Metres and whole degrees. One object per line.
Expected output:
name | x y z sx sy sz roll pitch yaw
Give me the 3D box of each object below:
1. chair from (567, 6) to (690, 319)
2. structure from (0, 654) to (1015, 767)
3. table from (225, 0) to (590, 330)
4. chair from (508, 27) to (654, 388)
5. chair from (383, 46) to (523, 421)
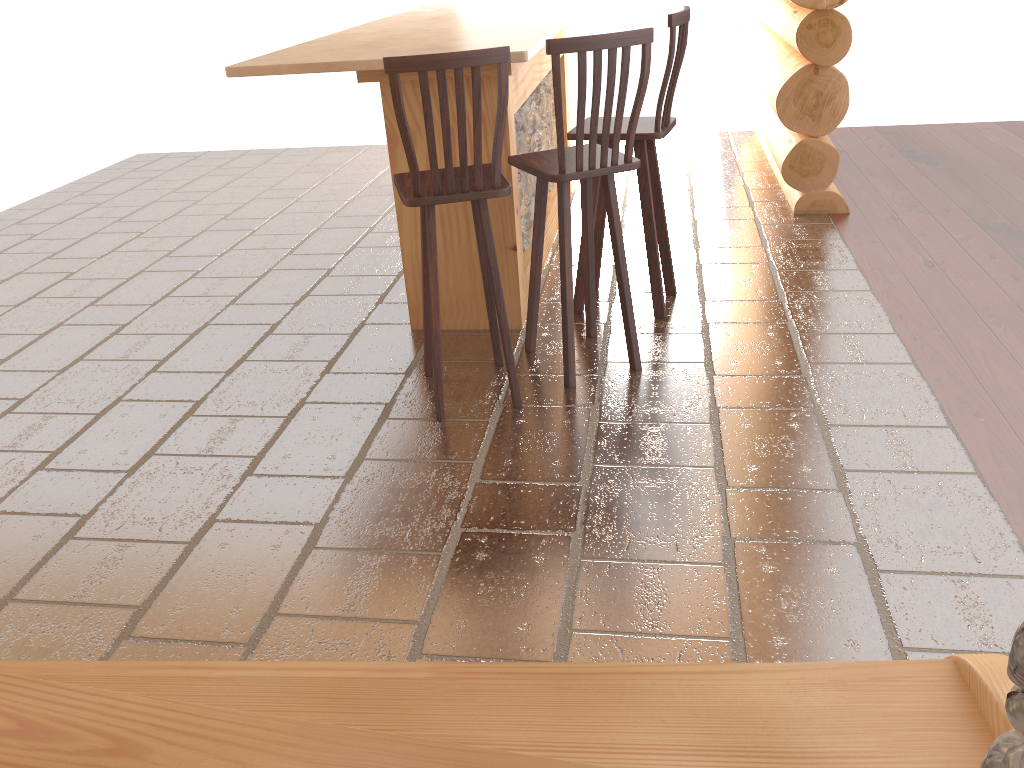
chair | 0.536 -0.983 4.044 0.504 1.319 0.406 5 28 18
structure | -0.839 0.501 0.918 3.604 1.643 1.951 -2 26 4
table | -0.251 -1.387 5.044 1.196 1.257 3.220 0 27 9
chair | 0.264 -0.686 3.488 0.406 1.319 0.504 -14 28 -19
chair | -0.205 -0.557 3.299 0.406 1.319 0.504 -8 27 -8
